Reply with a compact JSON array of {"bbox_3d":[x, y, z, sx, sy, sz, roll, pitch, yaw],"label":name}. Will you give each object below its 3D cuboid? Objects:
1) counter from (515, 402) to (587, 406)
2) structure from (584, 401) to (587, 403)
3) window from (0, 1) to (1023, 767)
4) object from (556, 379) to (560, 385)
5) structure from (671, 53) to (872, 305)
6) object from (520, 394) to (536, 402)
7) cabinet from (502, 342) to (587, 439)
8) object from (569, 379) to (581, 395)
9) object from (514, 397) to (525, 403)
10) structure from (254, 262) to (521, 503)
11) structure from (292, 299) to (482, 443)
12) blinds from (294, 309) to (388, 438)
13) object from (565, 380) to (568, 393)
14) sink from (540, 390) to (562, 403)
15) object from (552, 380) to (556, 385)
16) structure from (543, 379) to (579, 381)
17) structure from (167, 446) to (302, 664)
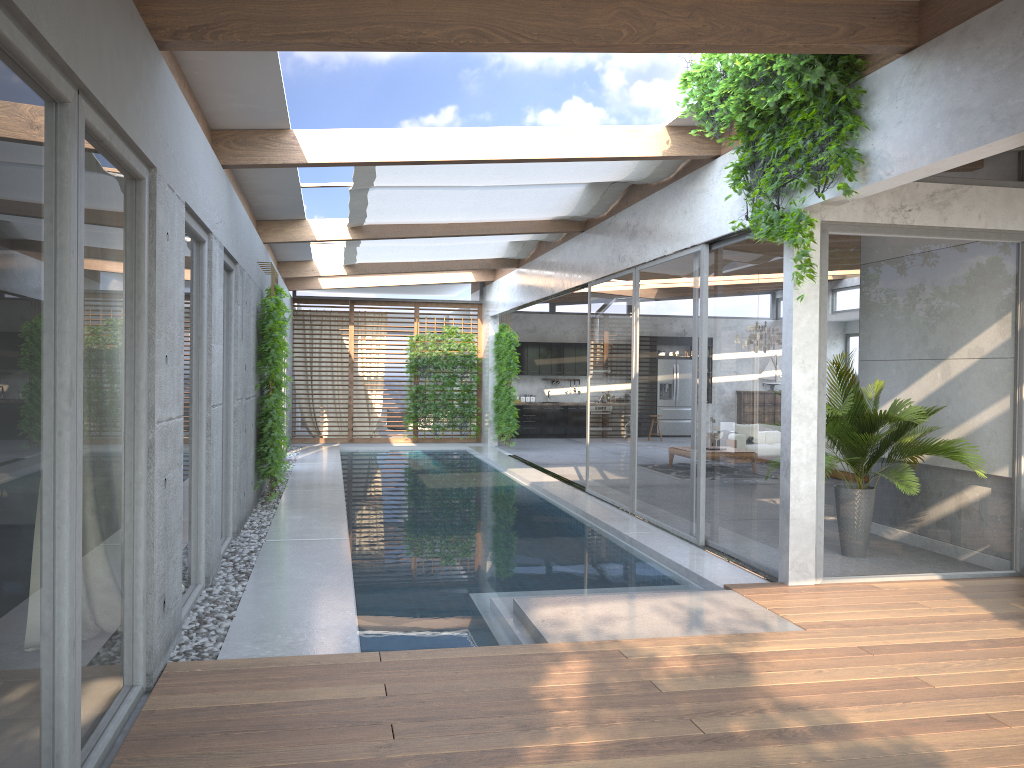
[{"bbox_3d":[1.129,0.480,21.433,3.805,0.061,0.607,1,1,-12],"label":"counter"},{"bbox_3d":[2.105,0.445,21.634,0.605,0.031,0.496,1,1,-11],"label":"structure"},{"bbox_3d":[3.323,-0.462,14.671,14.294,3.764,23.280,1,1,-11],"label":"window"},{"bbox_3d":[1.131,-0.044,21.663,0.117,0.139,0.093,1,1,5],"label":"object"},{"bbox_3d":[1.770,-1.554,6.241,0.918,2.054,1.822,1,1,-14],"label":"structure"},{"bbox_3d":[0.377,0.339,21.493,0.405,0.200,0.147,1,1,-10],"label":"object"},{"bbox_3d":[2.153,0.058,21.659,5.901,2.502,0.709,1,1,-13],"label":"cabinet"},{"bbox_3d":[1.549,0.075,21.729,0.282,0.380,0.070,1,1,-11],"label":"object"},{"bbox_3d":[0.057,0.372,21.232,0.381,0.134,0.590,0,1,-23],"label":"object"},{"bbox_3d":[-1.466,-0.057,14.642,2.739,2.687,10.282,1,1,6],"label":"structure"},{"bbox_3d":[-2.789,-0.261,19.298,4.313,3.079,0.085,1,1,-11],"label":"structure"},{"bbox_3d":[-3.741,-0.187,19.465,2.087,2.898,0.692,1,1,-8],"label":"blinds"},{"bbox_3d":[1.335,0.051,21.718,0.071,0.325,0.066,1,1,-11],"label":"object"},{"bbox_3d":[0.934,0.417,21.394,0.526,0.514,0.514,1,1,-11],"label":"sink"},{"bbox_3d":[1.023,-0.045,21.649,0.117,0.139,0.093,1,1,-9],"label":"object"},{"bbox_3d":[1.212,-0.105,21.701,0.932,0.046,0.081,1,1,-11],"label":"structure"},{"bbox_3d":[-3.106,1.368,11.251,0.477,0.068,13.673,1,1,-11],"label":"structure"}]
